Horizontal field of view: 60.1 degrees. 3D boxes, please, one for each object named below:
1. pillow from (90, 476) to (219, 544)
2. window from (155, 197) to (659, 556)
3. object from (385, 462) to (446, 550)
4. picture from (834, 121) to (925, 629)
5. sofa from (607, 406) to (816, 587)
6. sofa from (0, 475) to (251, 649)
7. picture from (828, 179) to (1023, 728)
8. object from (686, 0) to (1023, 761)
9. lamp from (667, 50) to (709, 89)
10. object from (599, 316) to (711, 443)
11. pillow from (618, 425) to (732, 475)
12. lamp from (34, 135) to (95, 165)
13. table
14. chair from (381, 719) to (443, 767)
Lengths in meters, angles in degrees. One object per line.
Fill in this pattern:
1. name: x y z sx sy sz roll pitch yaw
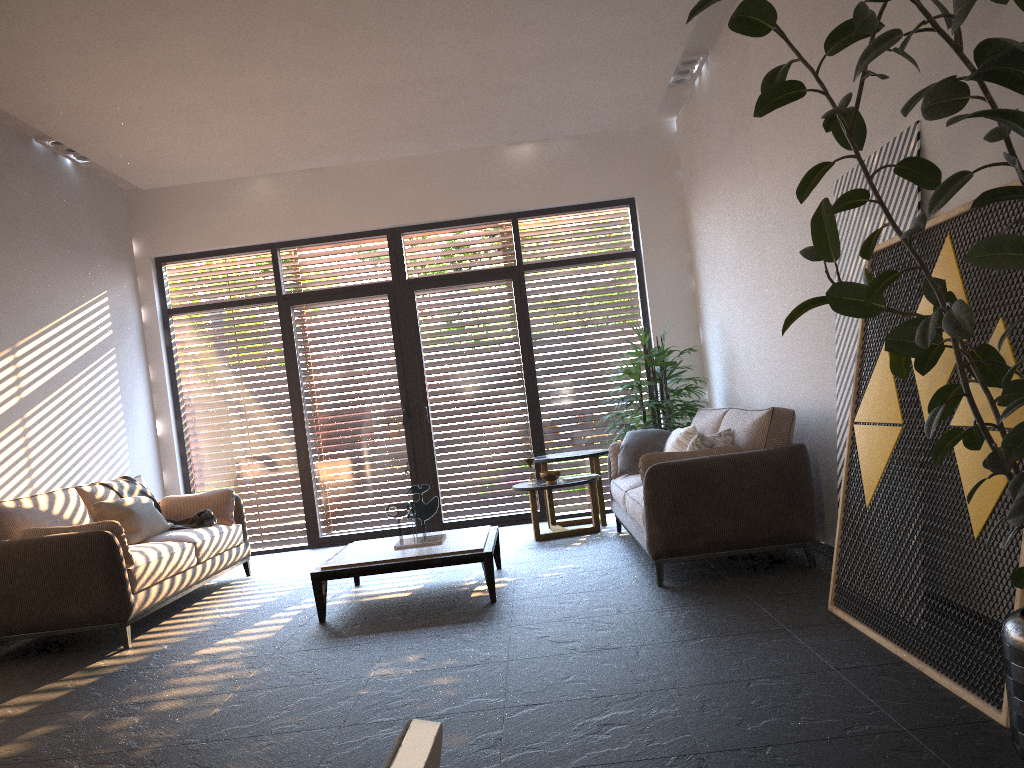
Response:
1. pillow: -2.836 1.038 6.584 0.957 0.708 1.015 -7 -1 25
2. window: -0.944 -0.049 8.514 4.942 3.032 0.459 -7 1 1
3. object: -1.770 -1.230 1.379 0.366 4.477 8.893 -7 -1 12
4. picture: 1.640 -0.015 4.009 0.207 2.021 0.957 -7 1 1
5. sofa: 1.233 0.649 6.013 0.993 0.920 2.320 -7 -1 1
6. sofa: -2.650 1.122 6.088 0.993 0.920 2.320 -7 -1 1
7. picture: 1.520 0.190 3.257 0.386 1.606 1.497 -7 0 1
8. object: 1.149 -0.601 2.173 0.905 3.203 2.015 -7 1 -21
9. lamp: 1.335 -2.447 6.874 0.253 0.066 0.645 -7 -2 1
10. object: 1.246 0.292 7.625 0.975 1.725 0.916 -7 1 -34
11. pillow: 1.085 0.481 6.048 0.618 0.343 1.892 -7 -2 1
12. lamp: -3.457 -1.863 6.967 0.253 0.066 0.645 -7 -2 1
13. table: -0.606 1.166 5.594 1.049 0.307 1.115 -7 -2 1
14. chair: -0.298 0.662 0.328 0.602 0.920 0.474 -7 1 11
